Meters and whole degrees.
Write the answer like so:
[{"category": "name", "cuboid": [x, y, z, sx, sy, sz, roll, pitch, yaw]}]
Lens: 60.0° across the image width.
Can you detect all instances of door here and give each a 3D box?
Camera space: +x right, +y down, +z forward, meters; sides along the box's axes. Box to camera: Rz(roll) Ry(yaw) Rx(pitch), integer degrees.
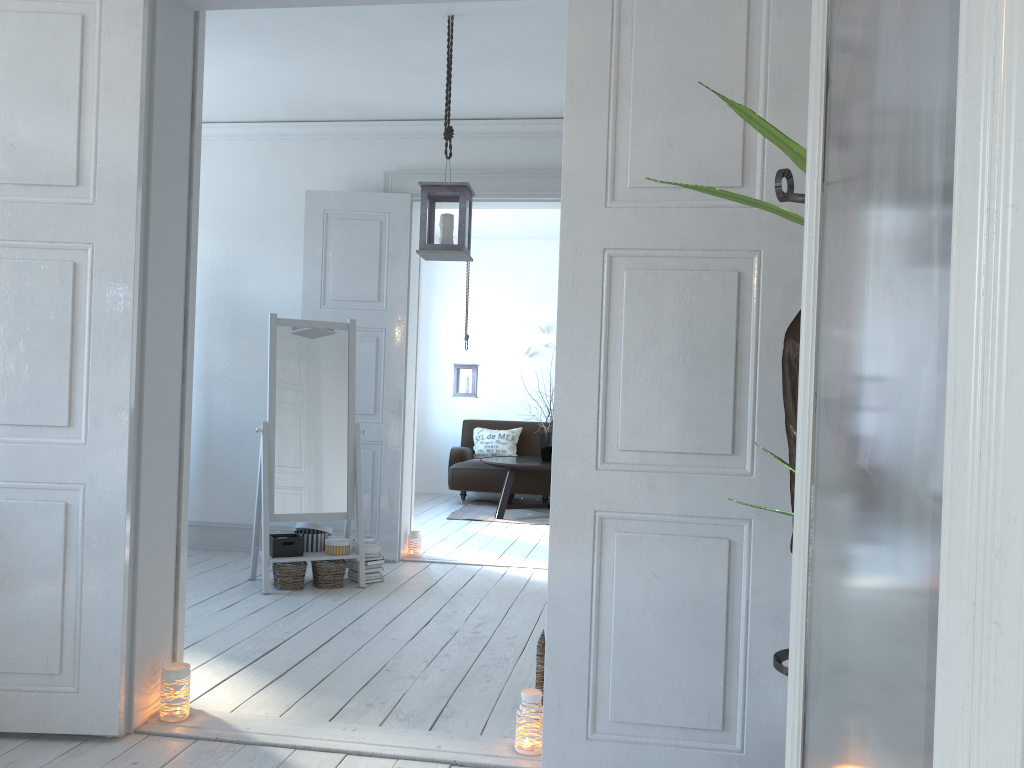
[{"category": "door", "cuboid": [-0.028, -0.086, 5.714, 2.598, 2.505, 0.577, 2, 0, 9]}, {"category": "door", "cuboid": [-0.475, -0.153, 2.732, 2.598, 2.505, 0.577, 2, 0, 9]}]

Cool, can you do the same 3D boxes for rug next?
[{"category": "rug", "cuboid": [0.340, 1.195, 8.299, 1.710, 0.055, 1.456, 2, -1, 9]}]

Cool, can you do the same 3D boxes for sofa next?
[{"category": "sofa", "cuboid": [0.473, 0.815, 9.052, 2.165, 0.824, 0.969, 2, -1, 9]}]

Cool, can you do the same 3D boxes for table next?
[{"category": "table", "cuboid": [0.343, 0.970, 8.273, 1.300, 0.503, 1.300, 2, -1, -1]}]

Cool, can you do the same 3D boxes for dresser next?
[{"category": "dresser", "cuboid": [0.469, -0.011, 0.110, 0.630, 2.163, 1.432, 2, 0, 9]}]

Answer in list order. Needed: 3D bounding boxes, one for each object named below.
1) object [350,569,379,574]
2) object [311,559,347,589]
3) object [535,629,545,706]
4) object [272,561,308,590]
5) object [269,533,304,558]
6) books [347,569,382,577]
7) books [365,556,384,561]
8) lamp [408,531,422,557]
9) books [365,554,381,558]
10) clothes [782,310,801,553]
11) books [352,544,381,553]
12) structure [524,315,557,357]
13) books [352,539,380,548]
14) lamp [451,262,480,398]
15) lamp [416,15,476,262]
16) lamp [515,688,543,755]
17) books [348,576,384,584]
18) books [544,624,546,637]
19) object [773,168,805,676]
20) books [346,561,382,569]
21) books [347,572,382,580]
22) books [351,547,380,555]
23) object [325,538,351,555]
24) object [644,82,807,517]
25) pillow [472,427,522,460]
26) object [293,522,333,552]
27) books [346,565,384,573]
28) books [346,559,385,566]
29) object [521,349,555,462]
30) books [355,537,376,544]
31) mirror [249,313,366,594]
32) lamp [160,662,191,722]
[{"category": "object", "cuboid": [-0.851, 1.065, 5.094, 0.111, 0.014, 0.156, 3, -1, -38]}, {"category": "object", "cuboid": [-1.027, 1.049, 4.948, 0.185, 0.140, 0.295, 2, -1, -20]}, {"category": "object", "cuboid": [0.225, 0.995, 3.015, 0.270, 0.265, 0.224, 2, 0, 9]}, {"category": "object", "cuboid": [-1.226, 1.041, 4.869, 0.185, 0.140, 0.295, 2, -1, -20]}, {"category": "object", "cuboid": [-1.235, 0.878, 4.827, 0.165, 0.103, 0.155, 2, -1, -27]}, {"category": "books", "cuboid": [-0.845, 1.080, 5.081, 0.128, 0.016, 0.180, 3, -1, -36]}, {"category": "books", "cuboid": [-0.837, 0.989, 5.085, 0.128, 0.016, 0.178, 3, -1, -38]}, {"category": "lamp", "cuboid": [-0.639, 1.051, 5.825, 0.089, 0.166, 0.089, 2, 0, 8]}, {"category": "books", "cuboid": [-0.841, 0.971, 5.084, 0.128, 0.016, 0.176, 2, -1, -25]}, {"category": "clothes", "cuboid": [0.743, 0.058, 2.032, 0.237, 0.770, 0.211, 2, 0, 42]}, {"category": "books", "cuboid": [-0.833, 0.933, 5.074, 0.128, 0.026, 0.200, 2, -1, -20]}, {"category": "structure", "cuboid": [0.647, -0.514, 9.500, 1.025, 0.478, 0.085, 2, 0, 9]}, {"category": "books", "cuboid": [-0.838, 0.912, 5.078, 0.132, 0.017, 0.187, 2, -1, -18]}, {"category": "lamp", "cuboid": [-0.415, -0.752, 8.425, 0.228, 1.762, 0.228, 2, 0, 5]}, {"category": "lamp", "cuboid": [-0.276, -1.462, 4.068, 0.228, 1.762, 0.228, 2, 0, 5]}, {"category": "lamp", "cuboid": [0.057, 1.017, 2.672, 0.093, 0.180, 0.093, 2, 0, -8]}, {"category": "books", "cuboid": [-0.841, 1.114, 5.085, 0.128, 0.016, 0.178, 3, -1, -43]}, {"category": "books", "cuboid": [0.214, 0.962, 3.018, 0.201, 0.300, 0.179, 2, 0, 9]}, {"category": "object", "cuboid": [0.763, 0.300, 2.098, 0.374, 1.658, 0.374, 2, 0, 16]}, {"category": "books", "cuboid": [-0.851, 1.032, 5.085, 0.167, 0.022, 0.128, 1, -1, 43]}, {"category": "books", "cuboid": [-0.845, 1.097, 5.084, 0.128, 0.016, 0.176, 3, -1, -40]}, {"category": "books", "cuboid": [-0.841, 0.955, 5.081, 0.128, 0.016, 0.180, 2, -1, -20]}, {"category": "object", "cuboid": [-0.967, 0.903, 4.923, 0.142, 0.074, 0.142, 2, -1, -8]}, {"category": "object", "cuboid": [0.621, 0.331, 1.153, 1.043, 1.554, 0.289, 2, 0, 38]}, {"category": "pillow", "cuboid": [-0.164, 0.629, 9.258, 0.519, 0.367, 0.239, 2, 0, 8]}, {"category": "object", "cuboid": [-1.136, 0.858, 5.045, 0.207, 0.159, 0.241, 2, -1, 16]}, {"category": "books", "cuboid": [-0.843, 1.052, 5.080, 0.132, 0.017, 0.187, 3, -1, -44]}, {"category": "books", "cuboid": [-0.838, 1.009, 5.076, 0.193, 0.022, 0.128, 1, -1, 41]}, {"category": "object", "cuboid": [0.468, 0.191, 8.194, 0.846, 1.066, 0.525, 2, 0, -21]}, {"category": "books", "cuboid": [-0.844, 0.896, 5.092, 0.111, 0.014, 0.156, 2, -1, -12]}, {"category": "mirror", "cuboid": [-1.118, 0.363, 4.941, 0.611, 1.488, 0.417, 2, 0, -27]}, {"category": "lamp", "cuboid": [-1.074, 0.983, 2.830, 0.089, 0.166, 0.089, 2, 0, 1]}]
